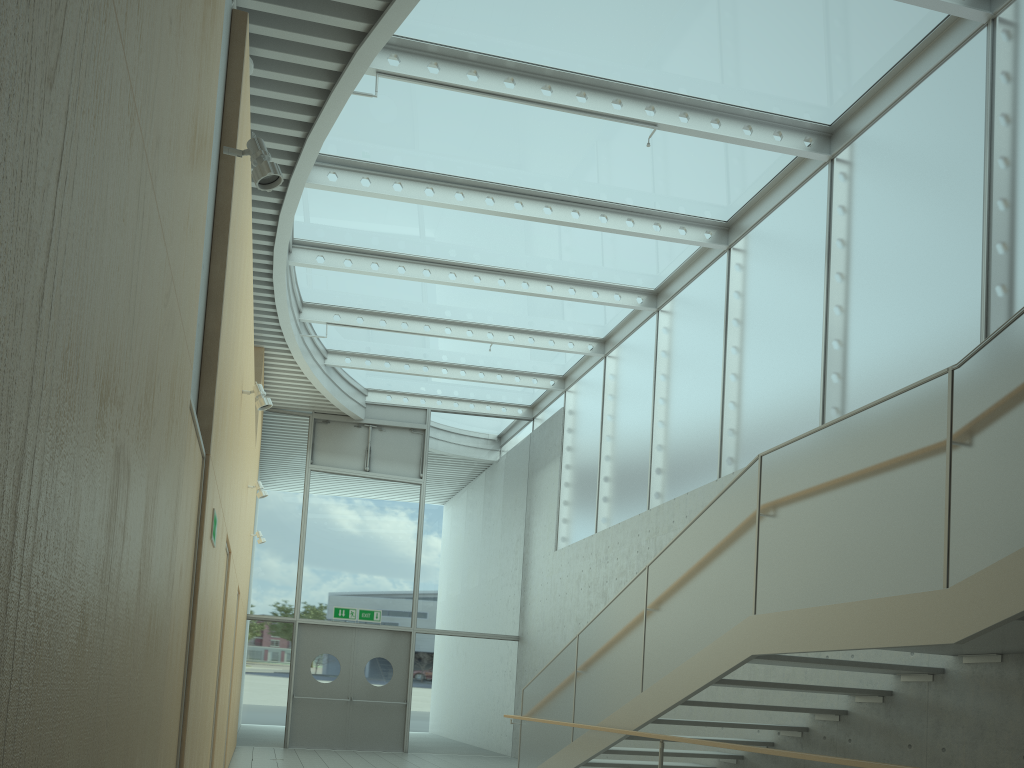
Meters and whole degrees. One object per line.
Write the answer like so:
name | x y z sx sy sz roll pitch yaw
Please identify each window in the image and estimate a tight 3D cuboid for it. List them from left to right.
window | -2.058 3.304 14.755 4.900 6.115 0.112 7 -5 -16
window | -0.262 1.225 9.464 4.823 6.036 16.537 6 -18 -15
window | 1.911 0.060 10.184 0.030 2.643 16.356 5 -19 -15

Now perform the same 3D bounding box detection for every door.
door | -2.728 5.179 14.441 1.939 2.050 0.178 7 -5 -16

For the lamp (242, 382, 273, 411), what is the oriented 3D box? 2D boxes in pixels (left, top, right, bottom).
lamp | -1.856 0.085 6.194 0.238 0.190 0.143 13 -14 -34

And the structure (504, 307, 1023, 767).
structure | 2.646 0.891 4.138 1.900 4.054 13.178 5 -19 -15

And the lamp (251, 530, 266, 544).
lamp | -3.642 2.197 12.200 0.238 0.190 0.143 13 -14 -34

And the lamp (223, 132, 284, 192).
lamp | -1.024 -0.900 3.395 0.238 0.190 0.143 13 -14 -34

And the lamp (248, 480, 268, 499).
lamp | -2.746 1.137 9.187 0.238 0.190 0.143 13 -14 -34
